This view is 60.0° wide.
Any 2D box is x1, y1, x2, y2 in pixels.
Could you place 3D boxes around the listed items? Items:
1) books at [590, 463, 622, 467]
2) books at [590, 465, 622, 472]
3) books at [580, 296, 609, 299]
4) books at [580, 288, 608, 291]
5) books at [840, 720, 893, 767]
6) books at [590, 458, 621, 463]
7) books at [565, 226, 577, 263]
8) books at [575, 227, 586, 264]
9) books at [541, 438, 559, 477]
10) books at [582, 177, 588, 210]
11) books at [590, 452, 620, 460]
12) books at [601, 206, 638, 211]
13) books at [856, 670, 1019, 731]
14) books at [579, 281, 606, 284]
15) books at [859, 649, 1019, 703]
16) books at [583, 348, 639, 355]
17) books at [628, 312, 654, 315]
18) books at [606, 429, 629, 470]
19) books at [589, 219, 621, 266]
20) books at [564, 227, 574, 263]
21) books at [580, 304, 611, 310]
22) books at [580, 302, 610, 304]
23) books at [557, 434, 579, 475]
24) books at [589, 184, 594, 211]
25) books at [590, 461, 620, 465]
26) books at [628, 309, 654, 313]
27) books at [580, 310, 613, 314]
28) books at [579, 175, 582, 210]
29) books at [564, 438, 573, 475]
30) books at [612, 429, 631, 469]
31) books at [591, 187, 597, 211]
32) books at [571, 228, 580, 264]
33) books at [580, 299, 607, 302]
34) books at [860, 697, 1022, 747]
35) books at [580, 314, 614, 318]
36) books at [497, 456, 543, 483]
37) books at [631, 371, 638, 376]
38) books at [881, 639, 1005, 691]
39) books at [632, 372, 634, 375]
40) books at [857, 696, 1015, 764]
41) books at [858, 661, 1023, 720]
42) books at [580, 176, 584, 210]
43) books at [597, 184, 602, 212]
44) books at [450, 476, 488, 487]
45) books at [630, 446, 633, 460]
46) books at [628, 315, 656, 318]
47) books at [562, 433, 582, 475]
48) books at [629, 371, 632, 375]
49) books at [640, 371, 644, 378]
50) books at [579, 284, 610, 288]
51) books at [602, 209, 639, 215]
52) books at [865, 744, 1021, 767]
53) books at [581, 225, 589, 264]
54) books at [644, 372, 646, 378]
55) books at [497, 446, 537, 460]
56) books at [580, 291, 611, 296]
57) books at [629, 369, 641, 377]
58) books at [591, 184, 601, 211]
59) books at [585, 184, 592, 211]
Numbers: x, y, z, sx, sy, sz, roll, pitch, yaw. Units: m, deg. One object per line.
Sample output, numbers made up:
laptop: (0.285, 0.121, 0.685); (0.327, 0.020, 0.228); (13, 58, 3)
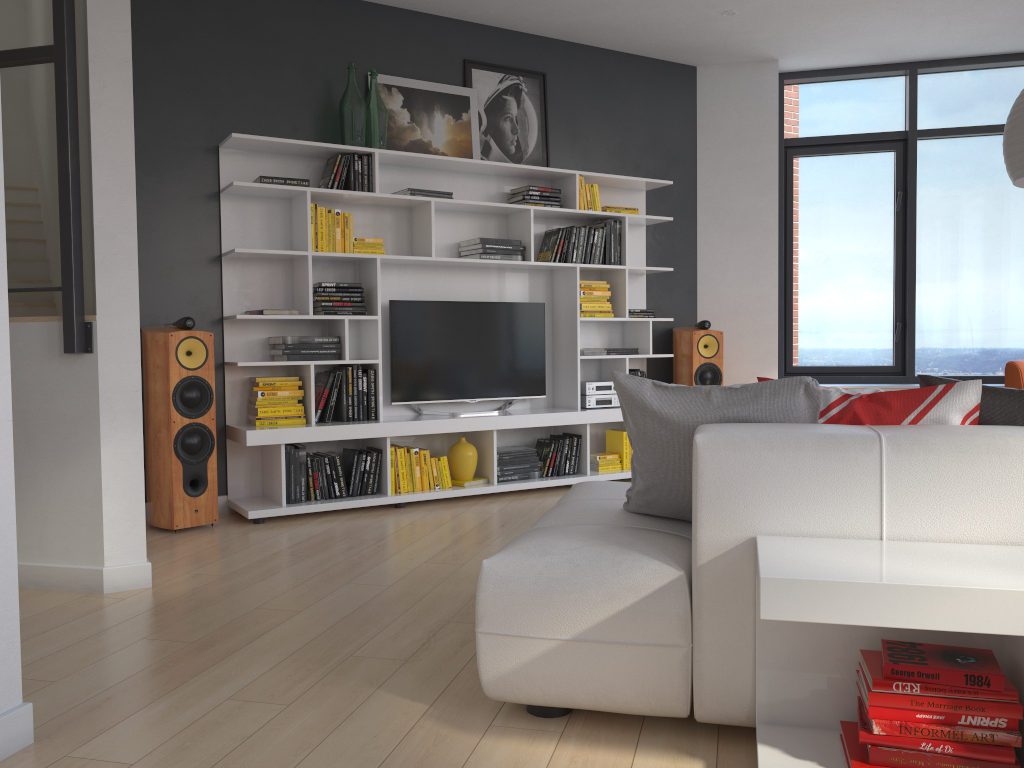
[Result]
books: (0.619, 0.539, 5.995); (0.196, 0.011, 0.148); (-2, 3, -30)
books: (0.621, 0.562, 5.992); (0.190, 0.033, 0.147); (-2, 3, -30)
books: (0.515, -0.585, 6.037); (0.239, 0.019, 0.171); (-2, 3, -30)
books: (0.518, -0.639, 6.037); (0.227, 0.022, 0.160); (-1, 3, -15)
books: (0.822, 0.744, 1.760); (0.301, 0.032, 0.227); (0, 3, 14)
books: (0.622, 0.510, 5.991); (0.187, 0.014, 0.134); (-2, 3, -30)
books: (0.348, -0.914, 5.885); (0.075, 0.254, 0.192); (-2, 3, -31)
books: (0.404, -0.914, 5.916); (0.084, 0.249, 0.191); (-2, 3, -30)
books: (0.219, 0.477, 5.765); (0.096, 0.234, 0.187); (-2, 3, -30)
books: (0.435, -1.252, 5.901); (0.054, 0.224, 0.164); (-2, 3, -31)
books: (0.612, 0.489, 5.999); (0.186, 0.026, 0.138); (-2, 3, -31)
books: (0.703, -1.190, 6.089); (0.257, 0.024, 0.203); (-2, 3, -27)
books: (0.839, 0.629, 1.774); (0.261, 0.028, 0.191); (0, 3, 14)
books: (0.506, -0.686, 6.050); (0.223, 0.023, 0.163); (-2, 3, -26)
books: (0.836, 0.577, 1.758); (0.254, 0.025, 0.178); (0, 3, 14)
books: (0.681, -0.224, 6.124); (0.310, 0.047, 0.250); (-2, 3, -35)
books: (0.864, -0.487, 6.173); (0.198, 0.015, 0.142); (-2, 3, -32)
books: (0.719, 0.446, 6.056); (0.044, 0.255, 0.198); (-2, 3, -30)
books: (0.626, -0.953, 6.077); (0.128, 0.321, 0.259); (-2, 3, -30)
books: (0.342, -0.905, 5.851); (0.069, 0.242, 0.172); (-2, 3, -30)
books: (0.521, -0.519, 6.030); (0.243, 0.042, 0.189); (-2, 3, -30)
books: (0.511, -0.548, 6.039); (0.251, 0.014, 0.189); (-2, 3, -27)
books: (0.351, 0.463, 5.841); (0.084, 0.249, 0.191); (-2, 3, -30)
books: (0.494, -1.229, 5.903); (0.044, 0.178, 0.128); (-2, 3, -31)
books: (0.624, 0.526, 5.975); (0.169, 0.018, 0.113); (-2, 3, -29)
books: (0.858, -0.507, 6.186); (0.213, 0.023, 0.161); (-2, 3, -27)
books: (0.523, -0.486, 6.027); (0.257, 0.024, 0.203); (-2, 3, -27)
books: (0.404, -1.251, 5.851); (0.041, 0.229, 0.161); (-2, 3, -32)
books: (0.322, 0.470, 5.818); (0.068, 0.243, 0.179); (-2, 3, -32)
books: (0.744, 0.443, 6.073); (0.015, 0.263, 0.199); (-2, 3, -30)
books: (0.516, -1.220, 5.903); (0.046, 0.161, 0.108); (-2, 3, -32)
books: (0.374, -0.907, 5.894); (0.068, 0.243, 0.179); (-2, 3, -32)
books: (0.513, -0.564, 6.017); (0.217, 0.023, 0.145); (-2, 3, -26)
books: (0.839, 0.655, 1.758); (0.257, 0.025, 0.182); (0, 3, 14)
books: (0.530, -0.460, 6.022); (0.257, 0.028, 0.194); (-2, 3, -26)
books: (-0.018, 0.531, 5.656); (0.343, 0.137, 0.277); (-2, 3, -35)
books: (0.823, 0.027, 6.173); (0.050, 0.242, 0.169); (-2, 3, -31)
books: (0.841, 0.551, 1.746); (0.206, 0.029, 0.152); (0, 3, 20)
books: (0.800, 0.032, 6.169); (0.049, 0.236, 0.170); (-2, 3, -30)
books: (0.828, 0.681, 1.755); (0.266, 0.026, 0.187); (0, 3, 20)
books: (0.837, 0.603, 1.756); (0.269, 0.028, 0.179); (0, 3, 16)
books: (0.414, -1.251, 5.879); (0.041, 0.224, 0.163); (-2, 3, -32)
books: (0.545, -1.235, 5.946); (0.044, 0.184, 0.142); (-2, 3, -30)
books: (-0.309, 0.596, 5.468); (0.270, 0.029, 0.204); (2, 3, 44)
books: (0.771, 0.460, 6.065); (0.024, 0.229, 0.156); (-2, 3, -31)
books: (0.867, -0.468, 6.172); (0.213, 0.023, 0.161); (-2, 3, -27)
books: (0.380, 0.458, 5.858); (0.066, 0.260, 0.197); (-2, 3, -30)
books: (0.776, 0.031, 6.162); (0.053, 0.240, 0.189); (-2, 3, -30)
books: (0.872, 0.026, 6.206); (0.066, 0.242, 0.177); (-2, 3, -31)
books: (0.526, -0.663, 6.037); (0.223, 0.023, 0.163); (-2, 3, -26)
books: (0.710, -1.164, 6.084); (0.257, 0.028, 0.194); (-2, 3, -26)
books: (0.839, 0.710, 1.762); (0.259, 0.034, 0.206); (0, 3, 17)
books: (0.433, -0.919, 5.934); (0.066, 0.260, 0.197); (-2, 3, -30)
books: (0.885, 0.028, 6.251); (0.077, 0.233, 0.179); (-2, 3, -30)
books: (-0.036, 0.438, 5.667); (0.310, 0.047, 0.250); (-2, 3, -35)
books: (0.524, -0.611, 6.039); (0.239, 0.033, 0.176); (-2, 3, -27)
books: (0.842, 0.021, 6.197); (0.066, 0.255, 0.193); (-2, 3, -31)
books: (0.529, -1.234, 5.927); (0.064, 0.184, 0.141); (-2, 3, -30)
books: (0.474, -1.229, 5.899); (0.054, 0.180, 0.132); (-2, 3, -30)
